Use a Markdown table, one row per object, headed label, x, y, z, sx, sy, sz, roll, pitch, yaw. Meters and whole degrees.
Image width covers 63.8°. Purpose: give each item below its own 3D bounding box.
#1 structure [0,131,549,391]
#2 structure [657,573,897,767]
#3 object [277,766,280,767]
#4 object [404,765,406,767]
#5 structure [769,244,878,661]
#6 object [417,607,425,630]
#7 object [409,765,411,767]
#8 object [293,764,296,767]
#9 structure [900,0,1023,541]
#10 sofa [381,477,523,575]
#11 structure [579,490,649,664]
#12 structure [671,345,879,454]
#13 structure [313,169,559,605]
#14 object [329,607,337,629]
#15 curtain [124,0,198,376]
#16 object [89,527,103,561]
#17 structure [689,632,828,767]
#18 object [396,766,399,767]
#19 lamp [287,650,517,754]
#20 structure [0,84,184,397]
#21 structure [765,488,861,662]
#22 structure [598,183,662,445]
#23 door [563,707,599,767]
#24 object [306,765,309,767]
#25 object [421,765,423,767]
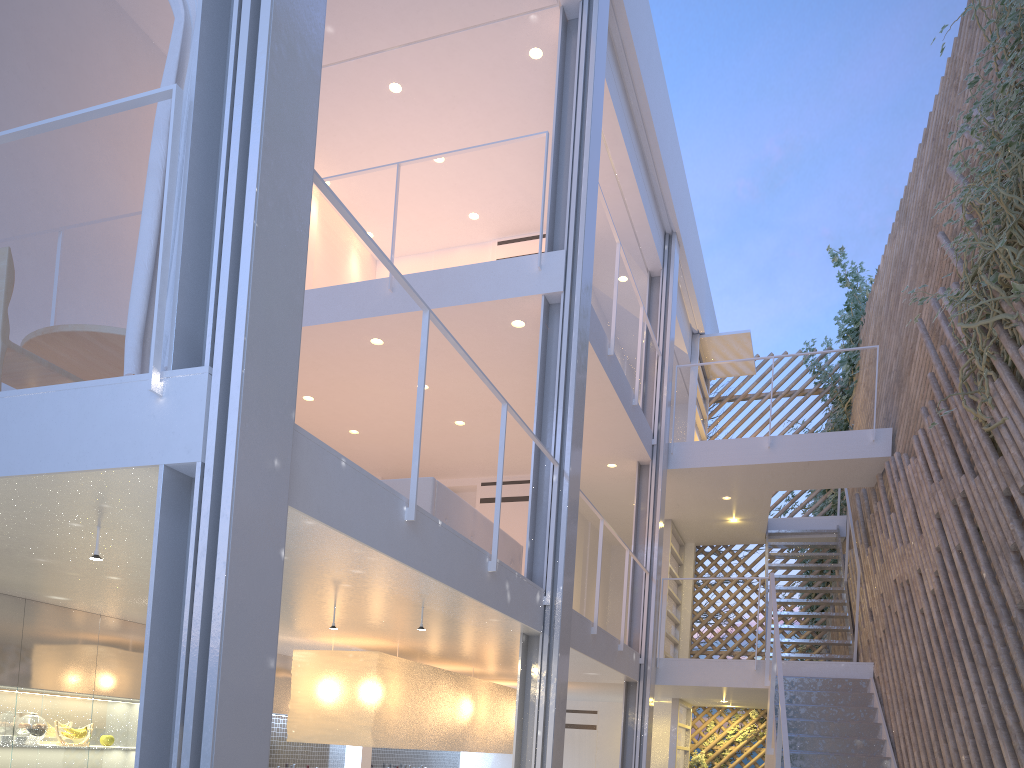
| label | x | y | z | sx | sy | sz | roll | pitch | yaw |
| --- | --- | --- | --- | --- | --- | --- | --- | --- | --- |
| structure | -1.393 | -0.139 | 1.743 | 1.728 | 3.058 | 3.972 | 1 | -16 | 21 |
| structure | 1.203 | 1.655 | 3.898 | 1.182 | 1.811 | 2.130 | 1 | -15 | 14 |
| object | -1.338 | 2.271 | 4.696 | 0.046 | 0.175 | 0.047 | 5 | -4 | -22 |
| object | -0.804 | 2.937 | 6.135 | 0.046 | 0.191 | 0.048 | 2 | -4 | 21 |
| structure | 2.781 | 1.632 | 7.290 | 1.113 | 4.203 | 3.559 | 2 | -11 | 19 |
| object | -0.297 | 0.772 | 2.711 | 0.029 | 0.074 | 0.030 | 0 | -7 | 32 |
| object | -0.777 | 2.976 | 6.218 | 0.046 | 0.190 | 0.049 | 2 | -4 | 22 |
| object | -1.279 | 2.318 | 4.811 | 0.046 | 0.190 | 0.049 | 2 | -4 | 22 |
| structure | 1.636 | -1.034 | 2.296 | 0.741 | 2.520 | 2.553 | 3 | -13 | 13 |
| sofa | -0.357 | 0.744 | 3.496 | 0.501 | 0.337 | 1.076 | -2 | -23 | 19 |
| structure | 0.493 | 1.012 | 4.074 | 0.028 | 0.506 | 1.861 | 3 | -21 | 21 |
| structure | 1.528 | 0.106 | 4.850 | 1.143 | 0.531 | 0.028 | -4 | -5 | 20 |
| structure | -0.142 | 0.199 | 2.336 | 0.028 | 0.506 | 1.858 | 3 | -21 | 21 |
| object | -0.611 | 0.804 | 2.827 | 0.029 | 0.074 | 0.030 | 0 | -7 | 32 |
| curtain | -0.716 | -1.125 | 1.676 | 0.513 | 2.265 | 0.101 | 3 | -3 | 17 |
| object | -0.953 | 0.366 | 1.892 | 0.029 | 0.074 | 0.030 | 0 | -7 | 32 |
| structure | 1.889 | 2.881 | 6.603 | 1.143 | 1.869 | 0.305 | 0 | -4 | 21 |
| object | -0.840 | 2.874 | 5.989 | 0.044 | 0.181 | 0.048 | 3 | -4 | 12 |
| lamp | -0.406 | 1.887 | 4.712 | 0.448 | 0.387 | 2.522 | -1 | -24 | 20 |
| structure | -1.511 | 0.081 | 0.961 | 1.366 | 1.661 | 1.556 | -1 | -13 | 20 |
| structure | 2.076 | 1.192 | 5.785 | 0.535 | 1.753 | 1.352 | 3 | -11 | 16 |
| structure | 0.577 | -0.278 | 4.130 | 0.028 | 0.506 | 1.861 | 3 | -21 | 21 |
| door | -0.976 | 2.212 | 4.687 | 0.480 | 1.090 | 5.971 | 0 | -22 | 32 |
| object | -1.240 | 2.398 | 4.975 | 0.044 | 0.181 | 0.048 | 3 | -4 | 12 |
| object | -0.705 | 3.058 | 6.395 | 0.047 | 0.190 | 0.048 | 6 | -4 | -27 |
